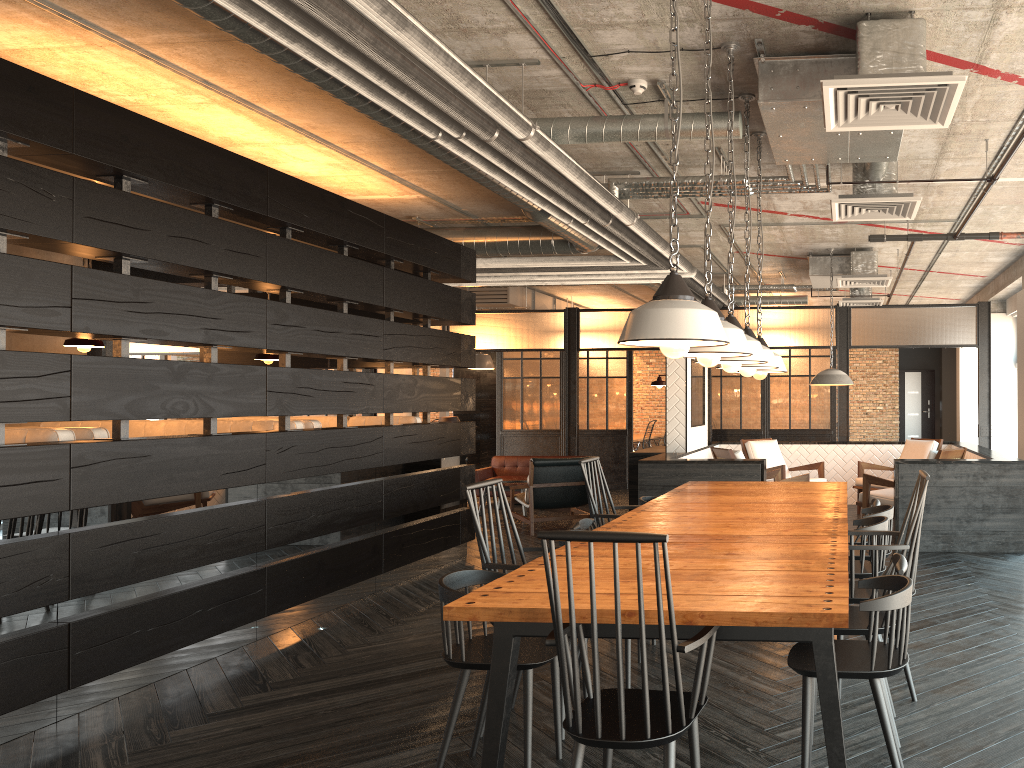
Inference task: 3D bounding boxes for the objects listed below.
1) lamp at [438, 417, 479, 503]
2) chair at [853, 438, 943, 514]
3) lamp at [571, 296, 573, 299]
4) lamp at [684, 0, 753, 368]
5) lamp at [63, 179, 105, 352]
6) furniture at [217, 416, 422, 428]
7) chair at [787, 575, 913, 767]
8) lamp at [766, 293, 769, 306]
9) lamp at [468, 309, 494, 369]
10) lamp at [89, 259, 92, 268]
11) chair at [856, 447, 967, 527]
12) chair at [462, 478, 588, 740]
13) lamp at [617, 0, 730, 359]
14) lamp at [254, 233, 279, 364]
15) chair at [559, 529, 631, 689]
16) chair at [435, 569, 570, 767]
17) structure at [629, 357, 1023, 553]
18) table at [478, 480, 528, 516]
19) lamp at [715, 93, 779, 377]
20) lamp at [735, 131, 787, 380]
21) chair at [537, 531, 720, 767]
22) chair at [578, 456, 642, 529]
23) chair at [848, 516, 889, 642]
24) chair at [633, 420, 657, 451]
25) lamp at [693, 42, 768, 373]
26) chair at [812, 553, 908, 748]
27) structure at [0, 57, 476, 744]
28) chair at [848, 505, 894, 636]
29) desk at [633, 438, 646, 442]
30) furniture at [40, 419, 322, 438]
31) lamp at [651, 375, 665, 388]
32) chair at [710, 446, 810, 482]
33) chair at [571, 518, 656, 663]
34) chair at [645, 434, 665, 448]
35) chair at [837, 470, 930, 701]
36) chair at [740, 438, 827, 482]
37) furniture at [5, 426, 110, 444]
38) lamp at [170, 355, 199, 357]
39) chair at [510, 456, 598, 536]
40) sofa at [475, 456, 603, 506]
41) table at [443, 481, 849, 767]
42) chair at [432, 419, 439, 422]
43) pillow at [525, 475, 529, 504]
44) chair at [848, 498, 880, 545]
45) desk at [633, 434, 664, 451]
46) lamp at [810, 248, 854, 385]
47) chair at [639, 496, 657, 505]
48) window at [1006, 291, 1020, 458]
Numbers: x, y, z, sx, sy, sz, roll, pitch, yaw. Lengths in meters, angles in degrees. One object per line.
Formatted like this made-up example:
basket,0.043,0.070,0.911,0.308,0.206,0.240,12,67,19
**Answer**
lamp,-0.663,1.042,11.509,0.959,1.178,0.475,0,-1,-28
chair,4.703,1.122,10.065,1.074,0.906,0.622,0,-1,-28
lamp,1.633,-0.968,15.199,0.279,0.857,3.640,0,-1,22
lamp,0.794,-0.934,3.368,0.370,1.737,0.362,0,-1,2
lamp,-2.531,-0.712,4.929,0.177,1.050,0.211,0,-1,22
furniture,-1.745,0.905,7.041,1.814,1.260,0.613,0,-1,7
chair,1.199,1.061,2.950,0.426,0.737,0.395,0,-1,13
lamp,4.738,-0.988,14.928,0.279,0.857,3.640,0,-1,22
lamp,-0.535,-1.015,14.474,0.503,1.502,0.386,0,-1,-24
lamp,-3.544,-1.171,6.987,0.405,1.502,0.484,0,-1,22
chair,4.059,1.088,8.410,0.836,0.906,0.795,1,-1,-41
chair,0.097,0.932,3.561,0.468,1.032,0.484,0,-1,14
lamp,0.527,-0.948,2.703,0.422,1.737,0.310,0,-1,-35
lamp,-1.899,-0.679,6.499,0.192,1.050,0.196,0,-1,6
chair,0.455,1.089,4.049,0.426,0.737,0.395,0,-1,13
chair,-0.033,1.069,3.057,0.426,0.737,0.395,0,-1,13
structure,3.437,0.510,9.462,3.792,2.115,3.911,0,-1,14
table,0.000,1.414,10.324,0.697,0.372,0.732,0,-1,9
lamp,1.327,-0.907,4.695,0.318,1.737,0.414,0,-1,33
lamp,1.594,-0.893,5.358,0.318,1.737,0.414,0,-1,33
chair,0.345,0.905,2.391,0.425,1.032,0.531,0,-1,20
chair,0.690,0.963,5.037,0.468,1.032,0.484,0,-1,14
chair,1.826,1.094,4.525,0.426,0.737,0.395,0,-1,13
chair,2.148,1.152,14.407,0.668,1.062,0.732,0,-1,14
lamp,1.061,-0.920,4.031,0.328,1.737,0.404,0,-1,26
chair,1.416,1.078,3.468,0.444,0.725,0.394,0,-1,12
structure,-4.362,0.127,5.062,5.848,2.741,5.786,0,-1,13
chair,2.084,1.104,5.025,0.426,0.737,0.395,0,-1,13
desk,1.736,1.327,14.439,0.755,0.720,1.751,0,-1,19
furniture,-2.273,0.877,5.727,1.809,1.260,1.119,0,-1,10
lamp,1.656,-0.036,9.260,0.255,0.171,0.172,0,-1,-21
chair,2.570,1.098,8.575,1.044,0.906,0.644,0,-1,-18
chair,0.577,1.106,4.550,0.444,0.725,0.394,0,-1,12
chair,2.810,1.186,16.053,0.668,1.062,0.732,0,-1,14
chair,1.741,0.934,3.974,0.468,1.032,0.484,0,-1,14
chair,3.275,1.129,10.098,0.835,0.906,0.797,1,-1,-36
furniture,-2.942,0.843,4.061,1.809,1.260,1.119,0,-1,10
lamp,-5.943,-0.921,15.858,0.279,0.857,3.640,0,-1,22
chair,0.451,1.176,9.166,0.844,0.795,0.901,0,-1,-20
sofa,0.359,1.303,11.255,1.562,0.637,0.699,0,-1,8
table,1.105,1.062,4.167,1.117,0.791,3.998,-1,-1,21
chair,-1.737,1.215,16.449,0.668,1.062,0.732,0,-1,14
pillow,0.491,1.118,8.989,0.767,0.334,0.222,0,-1,-25
chair,2.194,1.120,5.476,0.444,0.725,0.394,0,-1,12
desk,2.390,1.361,16.067,0.755,0.720,1.751,0,-1,19
lamp,3.627,-0.762,9.441,0.464,1.544,0.555,0,-1,22
chair,1.069,1.120,5.523,0.426,0.737,0.395,0,-1,13
window,7.016,0.154,11.198,0.230,2.874,2.657,0,-1,22
